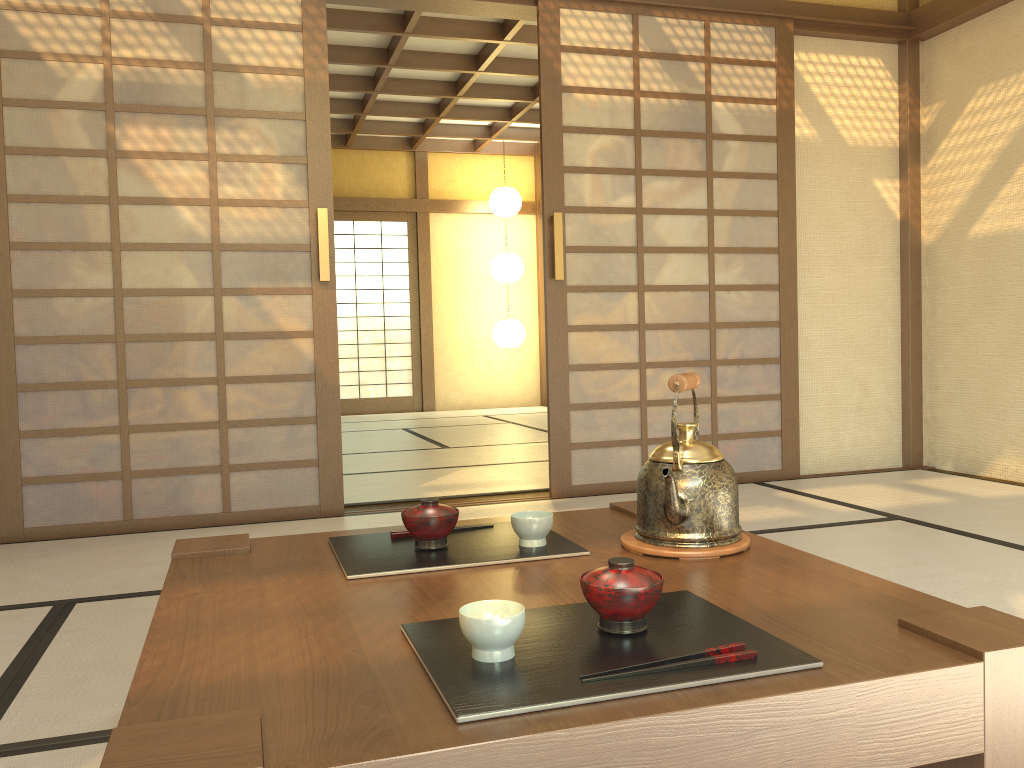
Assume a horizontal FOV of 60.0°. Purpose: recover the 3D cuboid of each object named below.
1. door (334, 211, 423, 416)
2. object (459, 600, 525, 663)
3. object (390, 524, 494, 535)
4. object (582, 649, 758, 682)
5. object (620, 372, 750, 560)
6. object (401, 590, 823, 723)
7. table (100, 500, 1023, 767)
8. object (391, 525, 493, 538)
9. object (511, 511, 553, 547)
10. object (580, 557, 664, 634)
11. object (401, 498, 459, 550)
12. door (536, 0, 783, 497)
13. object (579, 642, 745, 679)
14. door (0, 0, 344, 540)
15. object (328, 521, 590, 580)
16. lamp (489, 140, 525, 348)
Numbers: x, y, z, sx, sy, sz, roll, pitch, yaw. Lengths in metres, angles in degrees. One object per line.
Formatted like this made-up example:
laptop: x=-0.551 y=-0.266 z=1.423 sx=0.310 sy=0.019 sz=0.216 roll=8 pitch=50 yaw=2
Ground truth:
door: x=-2.424 y=-0.742 z=9.531 sx=2.890 sy=2.230 sz=0.140 roll=-2 pitch=2 yaw=-17
object: x=-0.021 y=0.275 z=0.985 sx=0.074 sy=0.052 sz=0.073 roll=0 pitch=3 yaw=26
object: x=-0.130 y=0.272 z=1.670 sx=0.200 sy=0.008 sz=0.008 roll=-2 pitch=2 yaw=-19
object: x=0.167 y=0.295 z=0.927 sx=0.200 sy=0.008 sz=0.008 roll=-2 pitch=2 yaw=-17
object: x=0.295 y=0.129 z=1.518 sx=0.219 sy=0.296 sz=0.226 roll=-3 pitch=3 yaw=-22
object: x=0.096 y=0.300 z=1.024 sx=0.400 sy=0.007 sz=0.300 roll=-2 pitch=2 yaw=-17
table: x=0.007 y=0.459 z=1.321 sx=1.000 sy=0.350 sz=1.000 roll=-2 pitch=2 yaw=-17
object: x=-0.128 y=0.273 z=1.657 sx=0.200 sy=0.008 sz=0.008 roll=-3 pitch=3 yaw=-23
object: x=0.035 y=0.251 z=1.533 sx=0.074 sy=0.052 sz=0.073 roll=0 pitch=3 yaw=26
object: x=0.132 y=0.251 z=1.063 sx=0.100 sy=0.080 sz=0.100 roll=-2 pitch=2 yaw=-17
object: x=-0.141 y=0.239 z=1.530 sx=0.100 sy=0.080 sz=0.100 roll=-2 pitch=2 yaw=-17
door: x=0.726 y=-0.634 z=4.217 sx=1.230 sy=2.265 sz=0.076 roll=-2 pitch=2 yaw=-17
object: x=0.162 y=0.294 z=0.944 sx=0.200 sy=0.008 sz=0.008 roll=-3 pitch=3 yaw=-21
door: x=-1.343 y=-0.550 z=3.581 sx=1.230 sy=2.265 sz=0.076 roll=-2 pitch=2 yaw=-17
object: x=-0.105 y=0.284 z=1.556 sx=0.400 sy=0.007 sz=0.300 roll=-2 pitch=2 yaw=-17
lamp: x=-0.060 y=-1.544 z=9.658 sx=0.363 sy=2.297 sz=0.363 roll=-2 pitch=2 yaw=-5
